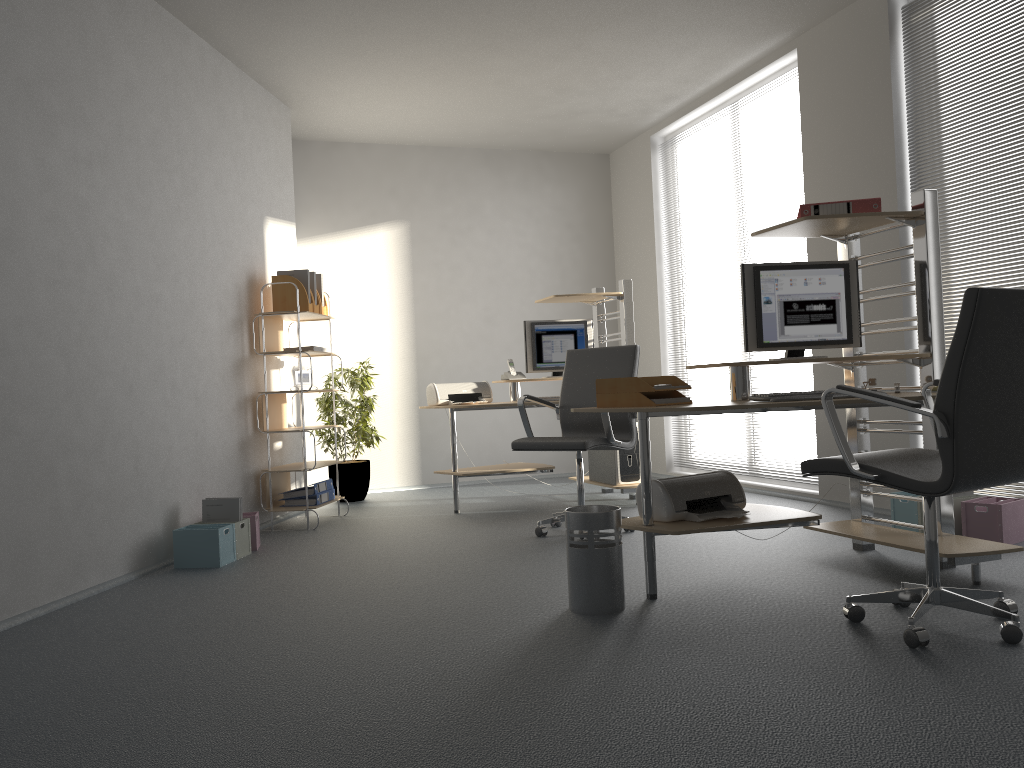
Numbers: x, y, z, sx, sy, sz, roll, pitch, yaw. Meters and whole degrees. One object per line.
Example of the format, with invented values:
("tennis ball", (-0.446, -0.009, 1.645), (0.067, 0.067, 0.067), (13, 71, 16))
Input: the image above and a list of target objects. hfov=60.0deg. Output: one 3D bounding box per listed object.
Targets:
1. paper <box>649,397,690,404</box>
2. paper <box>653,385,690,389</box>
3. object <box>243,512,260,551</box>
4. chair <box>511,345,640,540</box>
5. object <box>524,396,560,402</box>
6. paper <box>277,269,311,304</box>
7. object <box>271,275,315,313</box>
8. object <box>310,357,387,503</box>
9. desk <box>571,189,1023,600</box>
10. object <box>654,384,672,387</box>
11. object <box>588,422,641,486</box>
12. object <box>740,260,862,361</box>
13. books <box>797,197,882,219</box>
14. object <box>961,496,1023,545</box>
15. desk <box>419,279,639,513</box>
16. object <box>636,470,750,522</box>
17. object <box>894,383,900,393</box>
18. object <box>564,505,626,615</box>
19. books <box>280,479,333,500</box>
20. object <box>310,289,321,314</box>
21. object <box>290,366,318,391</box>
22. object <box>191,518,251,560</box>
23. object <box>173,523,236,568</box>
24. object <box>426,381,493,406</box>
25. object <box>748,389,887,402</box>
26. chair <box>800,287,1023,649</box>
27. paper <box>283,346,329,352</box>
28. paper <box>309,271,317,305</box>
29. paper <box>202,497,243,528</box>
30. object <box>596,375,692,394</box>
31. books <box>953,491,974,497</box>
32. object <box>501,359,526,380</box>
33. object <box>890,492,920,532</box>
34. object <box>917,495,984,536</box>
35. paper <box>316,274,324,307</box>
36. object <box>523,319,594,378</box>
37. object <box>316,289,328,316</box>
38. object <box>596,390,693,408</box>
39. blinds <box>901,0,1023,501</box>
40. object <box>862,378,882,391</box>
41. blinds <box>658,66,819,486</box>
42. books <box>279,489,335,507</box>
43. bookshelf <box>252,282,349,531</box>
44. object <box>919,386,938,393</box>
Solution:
("paper", (0.529, 0.069, 3.555), (0.210, 0.019, 0.297), (-2, 0, -40))
("paper", (0.527, 0.018, 3.555), (0.210, 0.010, 0.297), (-2, 0, -40))
("object", (-1.548, 0.836, 4.965), (0.245, 0.202, 0.185), (-3, 0, -10))
("chair", (0.383, 0.312, 5.028), (0.584, 1.048, 0.652), (-3, 0, 37))
("object", (0.231, 0.128, 6.255), (0.478, 0.082, 0.814), (-3, 0, -11))
("paper", (-1.440, -0.602, 5.854), (0.213, 0.297, 0.045), (-3, 0, 6))
("object", (-1.440, -0.582, 5.834), (0.243, 0.259, 0.113), (-3, 0, 6))
("object", (-1.277, 0.362, 7.040), (0.544, 1.147, 0.644), (-3, 0, 10))
("desk", (1.084, 0.011, 3.488), (1.469, 1.566, 0.967), (-3, 0, -19))
("object", (0.591, 0.006, 3.476), (0.008, 0.009, 0.159), (-3, 0, 35))
("object", (0.719, 0.477, 6.226), (0.199, 0.422, 0.471), (-3, 0, -19))
("object", (1.244, -0.313, 3.859), (0.516, 0.418, 0.245), (-3, 0, 3))
("books", (1.406, -0.733, 3.841), (0.320, 0.072, 0.262), (-3, 0, 13))
("object", (2.270, 0.649, 4.175), (0.245, 0.202, 0.185), (-2, 0, -37))
("desk", (0.176, 0.069, 6.130), (1.469, 1.566, 0.967), (-3, 0, -19))
("object", (0.768, 0.445, 3.522), (0.438, 0.162, 0.351), (-3, 0, -35))
("object", (1.599, 0.015, 3.681), (0.022, 0.042, 0.134), (-3, 0, 23))
("object", (0.307, 0.649, 3.278), (0.208, 0.377, 0.208), (-3, 0, 25))
("books", (-1.367, 0.697, 5.878), (0.263, 0.100, 0.320), (-3, 0, 9))
("object", (-1.424, -0.582, 5.957), (0.243, 0.259, 0.113), (-3, 0, 9))
("object", (-1.383, -0.038, 5.884), (0.077, 0.161, 0.192), (-3, 0, 27))
("object", (-1.551, 0.834, 4.738), (0.245, 0.202, 0.185), (-3, 0, 8))
("object", (-1.575, 0.835, 4.554), (0.245, 0.202, 0.185), (-3, 0, 8))
("object", (-0.337, 0.063, 6.209), (0.438, 0.162, 0.351), (-3, 0, -27))
("object", (1.098, 0.072, 3.616), (0.478, 0.082, 0.814), (-3, 0, -11))
("chair", (1.346, 0.253, 2.845), (0.584, 1.048, 0.652), (-3, 0, -33))
("paper", (-1.386, -0.223, 5.989), (0.213, 0.046, 0.297), (-3, 0, 8))
("paper", (-1.424, -0.602, 5.977), (0.213, 0.297, 0.045), (-3, 0, 9))
("paper", (-1.552, 0.764, 4.753), (0.220, 0.306, 0.068), (-3, 0, 8))
("object", (0.525, 0.001, 3.556), (0.225, 0.060, 0.309), (-2, 0, -40))
("books", (2.173, 0.584, 4.366), (0.220, 0.306, 0.068), (-3, 0, -19))
("object", (0.006, -0.106, 6.336), (0.150, 0.151, 0.119), (-3, 0, -33))
("object", (2.112, 0.659, 4.554), (0.245, 0.202, 0.185), (-3, 0, -19))
("object", (2.171, 0.655, 4.379), (0.245, 0.202, 0.185), (-3, 0, -19))
("paper", (-1.399, -0.602, 6.099), (0.213, 0.297, 0.045), (-3, 0, 12))
("object", (0.342, -0.255, 6.479), (0.516, 0.418, 0.245), (-3, 0, -4))
("object", (-1.401, -0.583, 6.079), (0.243, 0.259, 0.113), (-3, 0, 12))
("object", (0.528, 0.057, 3.556), (0.225, 0.060, 0.309), (-2, 0, -40))
("blinds", (2.560, -0.750, 4.015), (0.022, 2.770, 1.950), (-3, 0, -19))
("object", (1.504, 0.009, 3.728), (0.054, 0.064, 0.159), (-3, 0, 38))
("blinds", (1.648, -0.692, 6.663), (0.037, 2.749, 1.950), (-3, 0, -19))
("books", (-1.355, 0.752, 5.876), (0.262, 0.072, 0.320), (-3, 0, 9))
("bookshelf", (-1.395, 0.144, 5.894), (0.381, 1.572, 0.724), (-3, 0, 8))
("object", (1.680, 0.018, 3.502), (0.132, 0.026, 0.132), (-3, 0, -19))
